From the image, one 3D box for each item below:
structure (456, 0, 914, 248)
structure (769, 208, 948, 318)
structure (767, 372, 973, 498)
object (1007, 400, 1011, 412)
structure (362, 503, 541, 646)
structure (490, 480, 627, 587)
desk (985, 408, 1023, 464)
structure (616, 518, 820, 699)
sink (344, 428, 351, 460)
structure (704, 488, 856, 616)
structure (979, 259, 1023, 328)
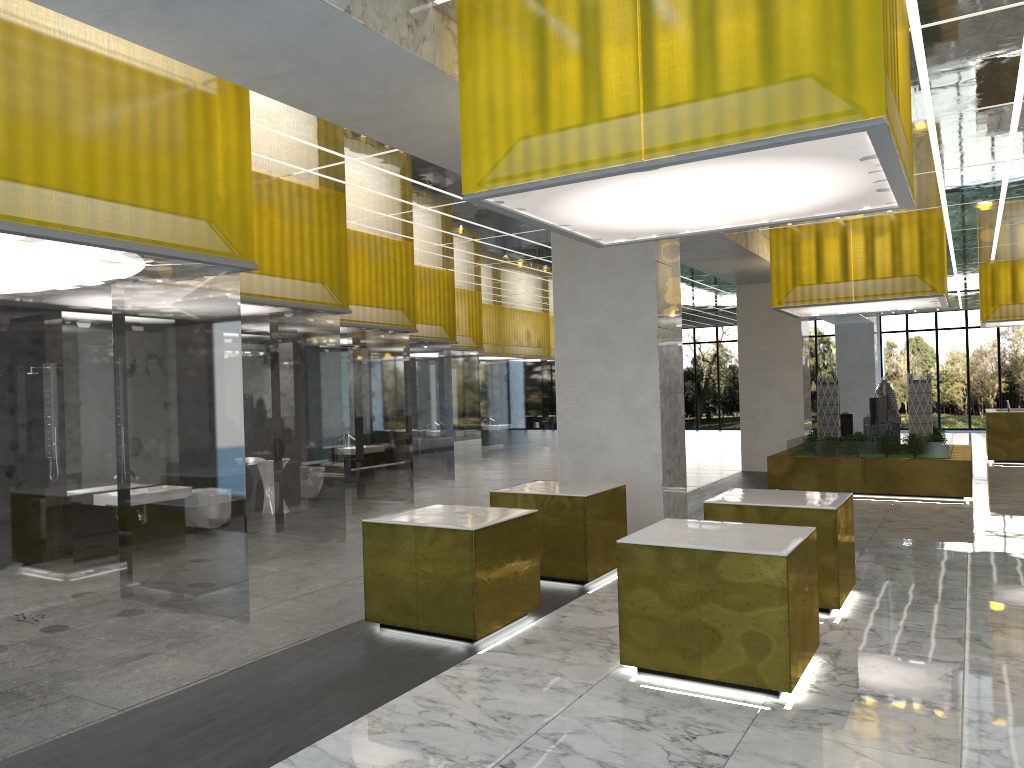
[{"bbox_3d":[1.697,-2.791,7.856,3.434,2.269,3.070,-2,0,31],"label":"structure"},{"bbox_3d":[7.879,-2.837,19.302,3.435,2.269,3.071,-2,0,31],"label":"structure"},{"bbox_3d":[8.615,1.040,20.327,4.085,2.571,4.873,-2,-1,30],"label":"structure"},{"bbox_3d":[15.299,0.832,26.013,0.581,0.667,0.710,-2,0,30],"label":"object"},{"bbox_3d":[-0.622,1.978,9.093,1.440,1.173,1.366,-2,0,31],"label":"structure"},{"bbox_3d":[0.647,1.968,11.443,1.440,1.173,1.366,-2,0,31],"label":"structure"},{"bbox_3d":[16.101,1.525,25.474,3.395,1.508,3.297,-2,-1,31],"label":"desk"},{"bbox_3d":[1.829,1.897,7.472,1.440,1.173,1.366,-2,0,31],"label":"structure"},{"bbox_3d":[-4.265,1.740,23.518,0.923,1.053,1.313,-2,0,30],"label":"sink"},{"bbox_3d":[3.101,1.888,9.827,1.440,1.173,1.366,-2,0,31],"label":"structure"},{"bbox_3d":[15.934,-2.985,25.518,3.434,2.269,2.951,-2,0,31],"label":"structure"}]
